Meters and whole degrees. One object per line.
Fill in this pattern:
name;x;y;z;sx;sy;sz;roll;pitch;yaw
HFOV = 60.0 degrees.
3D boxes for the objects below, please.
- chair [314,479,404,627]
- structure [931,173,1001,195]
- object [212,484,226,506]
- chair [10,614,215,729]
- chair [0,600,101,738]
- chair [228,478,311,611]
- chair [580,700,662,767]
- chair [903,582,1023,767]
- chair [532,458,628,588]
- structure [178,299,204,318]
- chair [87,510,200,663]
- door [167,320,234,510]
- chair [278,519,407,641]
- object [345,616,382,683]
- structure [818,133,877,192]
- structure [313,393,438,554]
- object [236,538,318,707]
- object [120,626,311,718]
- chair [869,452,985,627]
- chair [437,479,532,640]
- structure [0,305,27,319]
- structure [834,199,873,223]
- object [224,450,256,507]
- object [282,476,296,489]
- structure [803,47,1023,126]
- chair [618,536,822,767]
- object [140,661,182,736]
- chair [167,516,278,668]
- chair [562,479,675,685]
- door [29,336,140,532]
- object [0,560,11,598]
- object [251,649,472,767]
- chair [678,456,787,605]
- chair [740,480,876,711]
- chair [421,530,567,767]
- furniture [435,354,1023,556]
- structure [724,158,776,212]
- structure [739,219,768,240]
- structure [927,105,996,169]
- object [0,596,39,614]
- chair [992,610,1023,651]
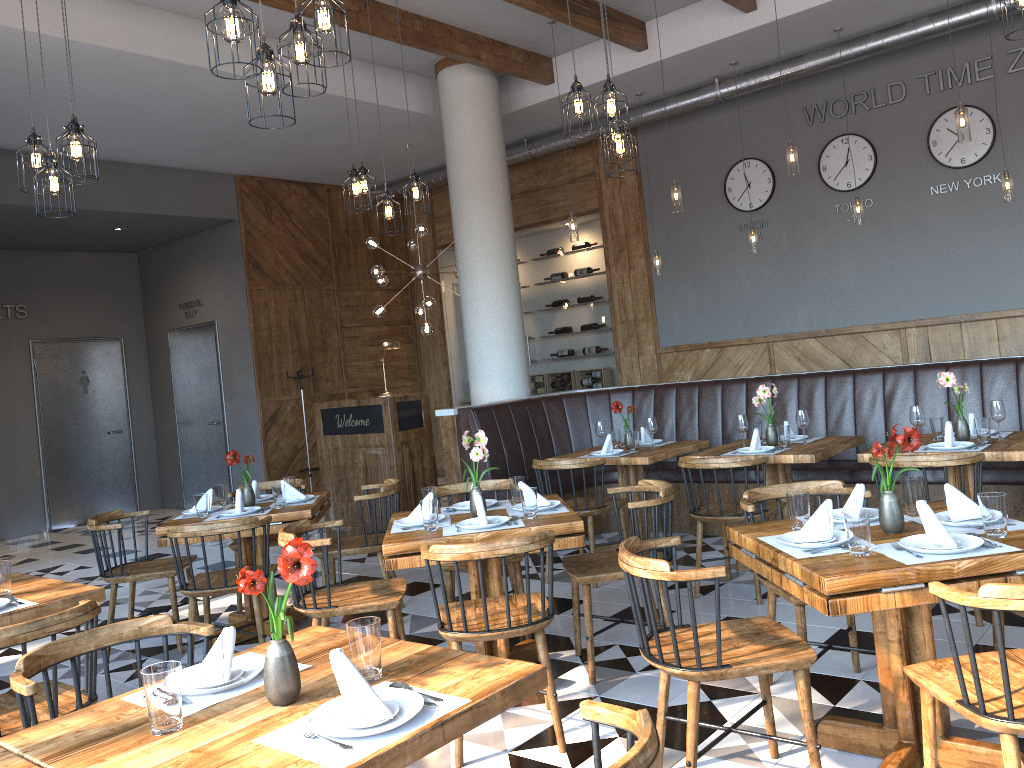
chair;-0.910;1.028;5.390;0.550;0.818;0.519;-6;-1;-5
structure;4.088;-1.798;7.980;0.581;0.080;0.021;-5;0;40
object;-1.827;0.698;5.536;0.080;0.132;0.080;-6;-1;-25
chair;-0.981;1.097;2.362;0.548;0.818;0.520;-6;-1;40
chair;-1.627;1.154;2.909;0.548;0.818;0.520;-6;-1;40
chair;-1.624;1.091;5.984;0.519;0.818;0.549;-6;-1;-5
chair;0.010;1.010;1.521;0.548;0.818;0.520;-6;-1;40
chair;1.353;0.854;2.278;0.519;0.818;0.549;-6;-1;-5
chair;0.459;0.874;5.863;0.518;0.818;0.551;-6;-1;40
structure;-4.121;-0.964;11.384;0.564;0.197;0.025;-5;0;40
chair;-2.188;1.165;5.280;0.550;0.818;0.519;-6;-1;-5
door;-4.018;0.438;11.369;1.204;2.396;0.114;-7;-1;40
chair;-0.752;1.038;4.062;0.550;0.818;0.519;-6;-1;-5
object;-0.336;0.612;2.039;0.080;0.132;0.080;-6;-1;25
structure;3.265;-2.154;8.633;0.559;0.561;0.046;-6;-1;40
structure;-1.131;0.759;7.778;1.043;1.301;0.646;-6;-1;40
object;-0.485;0.518;1.925;0.171;0.355;0.156;-6;-1;19
object;-0.714;0.648;2.131;0.271;0.137;0.352;-5;1;40
chair;2.132;0.727;4.444;0.518;0.818;0.551;-6;-1;40
chair;-0.166;0.963;4.760;0.519;0.818;0.549;-6;-1;-5
structure;-6.341;-0.865;10.678;0.035;0.166;0.917;-7;0;40
structure;3.333;-1.671;8.624;0.368;0.200;0.021;-5;-1;40
object;-1.639;0.570;5.353;0.171;0.355;0.156;-6;-1;-3
object;-1.401;0.652;5.586;0.080;0.132;0.080;-6;-1;-25
structure;3.965;-2.765;8.011;2.722;0.199;0.033;-5;0;40
chair;0.660;0.914;2.865;0.550;0.818;0.519;-6;-1;-5
object;-0.727;0.657;1.851;0.080;0.132;0.080;-6;-1;25
chair;-1.496;1.104;4.693;0.519;0.818;0.549;-6;-1;-5
chair;0.526;0.902;4.172;0.550;0.818;0.519;-6;-1;-5
door;-5.488;0.591;11.451;0.114;2.396;1.209;-7;-1;40
object;-1.984;0.757;3.436;0.080;0.132;0.080;-6;-1;25
object;-0.305;0.612;1.792;0.271;0.137;0.352;-5;1;40
chair;1.295;0.801;5.153;0.518;0.818;0.551;-6;-1;40
chair;1.246;0.839;3.562;0.519;0.818;0.549;-6;-1;-5
chair;-0.060;0.978;3.475;0.519;0.818;0.549;-6;-1;-5
furniture;2.547;0.487;5.842;6.572;1.151;1.921;-5;1;40
structure;2.489;-2.086;9.291;0.559;0.561;0.046;-6;-1;40
structure;2.539;-1.602;9.297;0.305;0.197;0.021;-6;-1;40
structure;4.041;-2.222;7.975;0.559;0.561;0.046;-6;-1;40
object;-1.947;0.756;3.184;0.271;0.137;0.352;-5;1;40
chair;1.938;0.778;2.975;0.550;0.818;0.519;-6;-1;-5
